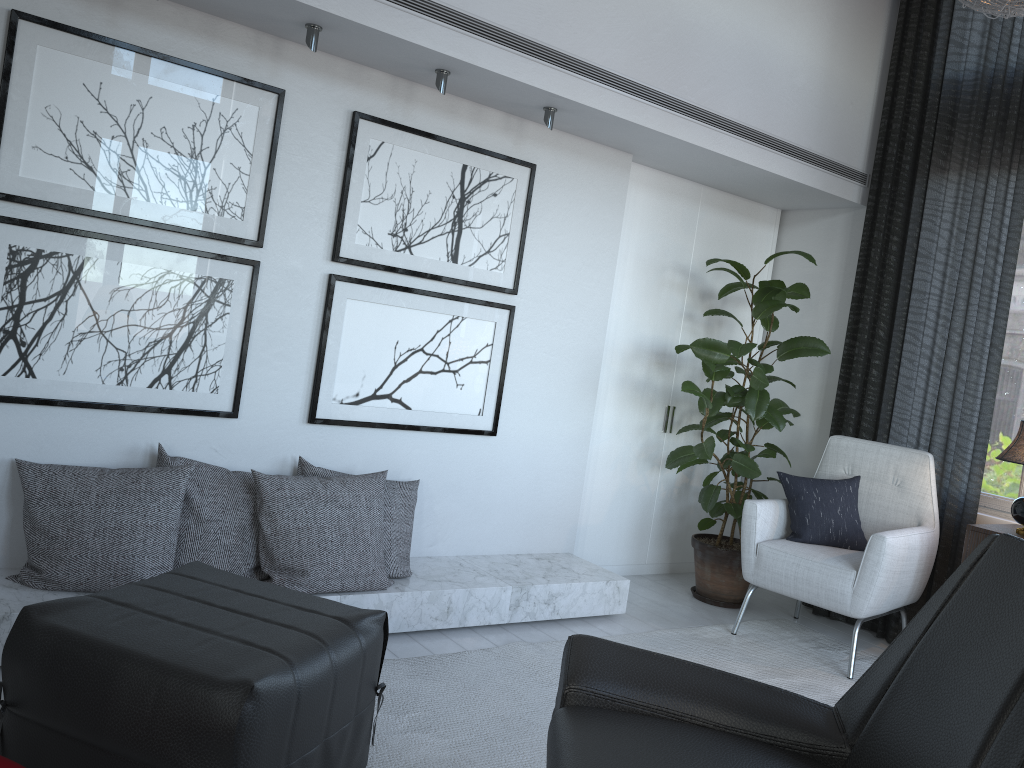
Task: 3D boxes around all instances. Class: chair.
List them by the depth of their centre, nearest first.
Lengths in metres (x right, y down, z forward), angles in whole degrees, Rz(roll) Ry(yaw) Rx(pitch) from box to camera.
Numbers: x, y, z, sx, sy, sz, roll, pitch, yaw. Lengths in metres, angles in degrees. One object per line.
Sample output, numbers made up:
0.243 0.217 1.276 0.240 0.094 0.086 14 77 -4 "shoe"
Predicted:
0.471 0.615 1.421 0.804 0.810 0.841 8 2 2 "chair"
-0.813 0.436 2.791 1.333 0.431 0.392 7 2 -35 "chair"
1.306 0.635 3.536 0.596 0.823 0.611 10 2 44 "chair"

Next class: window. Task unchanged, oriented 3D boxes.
2.184 -0.600 3.446 0.133 2.322 1.272 8 1 -36 "window"

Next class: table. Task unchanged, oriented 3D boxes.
-0.948 0.691 0.913 0.937 0.300 0.945 7 3 -36 "table"

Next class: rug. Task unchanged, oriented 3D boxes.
-1.095 0.845 0.377 7.750 0.032 2.965 6 4 -36 "rug"

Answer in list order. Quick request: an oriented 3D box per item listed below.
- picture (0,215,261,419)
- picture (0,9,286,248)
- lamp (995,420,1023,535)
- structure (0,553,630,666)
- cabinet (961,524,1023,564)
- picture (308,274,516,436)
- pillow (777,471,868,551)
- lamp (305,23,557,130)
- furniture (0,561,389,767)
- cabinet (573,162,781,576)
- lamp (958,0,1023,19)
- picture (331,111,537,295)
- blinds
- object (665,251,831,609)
-1.185 -0.181 2.684 0.789 0.522 0.020 7 1 -36 "picture"
-1.100 -0.740 2.676 0.789 0.522 0.020 7 1 -36 "picture"
1.850 0.336 3.117 0.280 0.397 0.280 8 1 -10 "lamp"
-2.553 0.494 1.565 7.189 0.135 0.394 6 3 -36 "structure"
2.129 0.908 2.705 0.385 0.612 1.404 8 3 -36 "cabinet"
-0.346 -0.087 3.288 0.789 0.522 0.020 7 1 -36 "picture"
1.271 0.508 3.602 0.356 0.295 0.253 8 2 -9 "pillow"
-1.554 -1.164 2.046 4.242 0.081 0.053 6 2 -36 "lamp"
-0.641 0.656 1.877 0.600 0.378 0.613 9 2 18 "furniture"
0.726 -0.025 4.299 1.169 1.894 0.192 8 1 -36 "cabinet"
1.363 -1.568 2.198 0.513 1.306 0.514 8 1 -41 "lamp"
-0.263 -0.646 3.283 0.789 0.522 0.020 7 1 -36 "picture"
2.468 -0.402 2.796 0.188 3.276 3.223 8 2 -36 "blinds"
0.994 0.185 3.904 0.640 1.589 0.936 9 1 9 "object"
